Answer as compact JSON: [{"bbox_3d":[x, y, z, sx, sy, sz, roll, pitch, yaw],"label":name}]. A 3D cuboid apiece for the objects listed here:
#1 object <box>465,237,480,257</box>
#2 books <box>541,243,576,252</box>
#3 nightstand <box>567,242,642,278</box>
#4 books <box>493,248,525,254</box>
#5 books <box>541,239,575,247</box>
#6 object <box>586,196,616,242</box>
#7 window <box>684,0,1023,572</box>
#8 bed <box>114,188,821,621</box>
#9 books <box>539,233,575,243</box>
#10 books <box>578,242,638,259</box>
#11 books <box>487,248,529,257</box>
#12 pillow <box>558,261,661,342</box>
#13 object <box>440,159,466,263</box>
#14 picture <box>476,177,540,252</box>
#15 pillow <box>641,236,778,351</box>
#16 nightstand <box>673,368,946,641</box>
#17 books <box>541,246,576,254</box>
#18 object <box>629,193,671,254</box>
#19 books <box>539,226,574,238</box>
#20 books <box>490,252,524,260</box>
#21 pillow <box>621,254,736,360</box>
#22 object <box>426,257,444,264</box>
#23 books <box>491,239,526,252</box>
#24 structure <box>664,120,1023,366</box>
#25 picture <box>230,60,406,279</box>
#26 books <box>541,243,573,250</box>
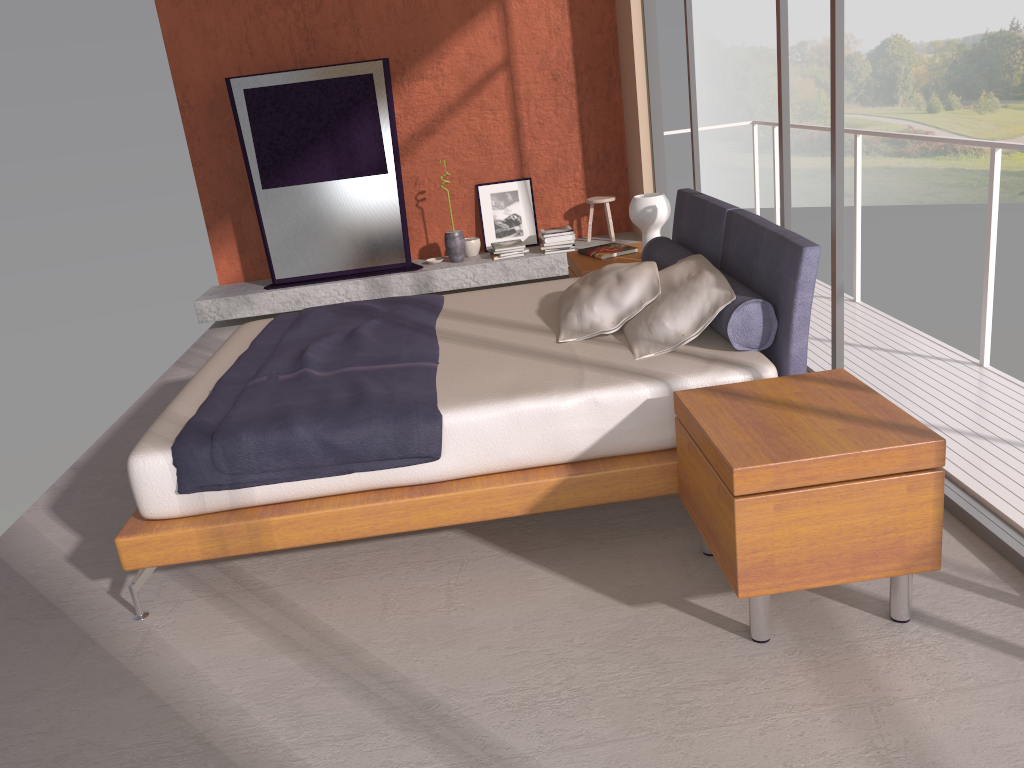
[{"bbox_3d":[-0.344,-1.118,7.276,0.179,0.137,0.180,-4,19,10],"label":"object"},{"bbox_3d":[0.369,-1.109,7.116,0.247,0.018,0.287,-8,19,-2],"label":"books"},{"bbox_3d":[0.663,-0.477,5.165,0.562,0.556,0.628,-8,19,-2],"label":"nightstand"},{"bbox_3d":[-0.029,-1.090,7.108,0.247,0.025,0.287,-7,19,0],"label":"books"},{"bbox_3d":[0.364,-1.153,7.095,0.247,0.027,0.328,-7,19,0],"label":"books"},{"bbox_3d":[0.751,-1.340,7.210,0.257,0.349,0.260,-19,22,-31],"label":"object"},{"bbox_3d":[1.333,-1.104,2.747,0.075,3.133,6.106,-8,19,-2],"label":"window"},{"bbox_3d":[-0.200,-0.126,3.840,2.462,0.959,2.017,-8,19,-2],"label":"bed"},{"bbox_3d":[0.360,-1.184,7.084,0.247,0.038,0.319,-9,19,-4],"label":"books"},{"bbox_3d":[0.558,-0.777,5.177,0.247,0.025,0.287,-14,20,-20],"label":"books"},{"bbox_3d":[-0.030,-1.073,7.129,0.247,0.018,0.328,-13,19,-16],"label":"books"},{"bbox_3d":[0.415,-0.403,3.872,0.431,0.264,0.869,-5,19,6],"label":"pillow"},{"bbox_3d":[-0.486,-1.366,7.004,0.165,0.810,0.165,0,20,20],"label":"object"},{"bbox_3d":[-0.033,-1.393,7.317,0.458,0.550,0.117,-8,19,-2],"label":"picture"},{"bbox_3d":[0.803,-0.428,3.803,0.205,0.201,1.470,-8,19,-2],"label":"pillow"},{"bbox_3d":[0.853,0.344,2.663,0.562,0.556,0.628,-8,19,-2],"label":"nightstand"},{"bbox_3d":[0.371,-1.090,7.116,0.247,0.018,0.328,-7,19,0],"label":"books"},{"bbox_3d":[0.760,-0.862,4.854,0.224,0.338,0.224,-4,19,9],"label":"object"},{"bbox_3d":[0.356,-1.215,7.080,0.247,0.025,0.287,-8,19,-2],"label":"books"},{"bbox_3d":[-0.040,-1.047,7.128,0.247,0.025,0.287,-9,19,-5],"label":"books"},{"bbox_3d":[0.622,-0.325,3.535,0.400,0.265,0.791,-7,19,1],"label":"pillow"},{"bbox_3d":[-0.622,-0.989,7.176,0.152,0.040,0.152,5,22,31],"label":"object"},{"bbox_3d":[-0.033,-1.111,7.106,0.247,0.018,0.328,-9,19,-5],"label":"books"},{"bbox_3d":[1.832,-0.292,3.256,0.728,1.005,7.689,-8,19,-2],"label":"structure"},{"bbox_3d":[-1.430,-1.608,6.757,1.129,1.496,0.126,-8,19,-2],"label":"picture"},{"bbox_3d":[0.365,-1.120,7.086,0.247,0.025,0.287,-4,19,8],"label":"books"}]
